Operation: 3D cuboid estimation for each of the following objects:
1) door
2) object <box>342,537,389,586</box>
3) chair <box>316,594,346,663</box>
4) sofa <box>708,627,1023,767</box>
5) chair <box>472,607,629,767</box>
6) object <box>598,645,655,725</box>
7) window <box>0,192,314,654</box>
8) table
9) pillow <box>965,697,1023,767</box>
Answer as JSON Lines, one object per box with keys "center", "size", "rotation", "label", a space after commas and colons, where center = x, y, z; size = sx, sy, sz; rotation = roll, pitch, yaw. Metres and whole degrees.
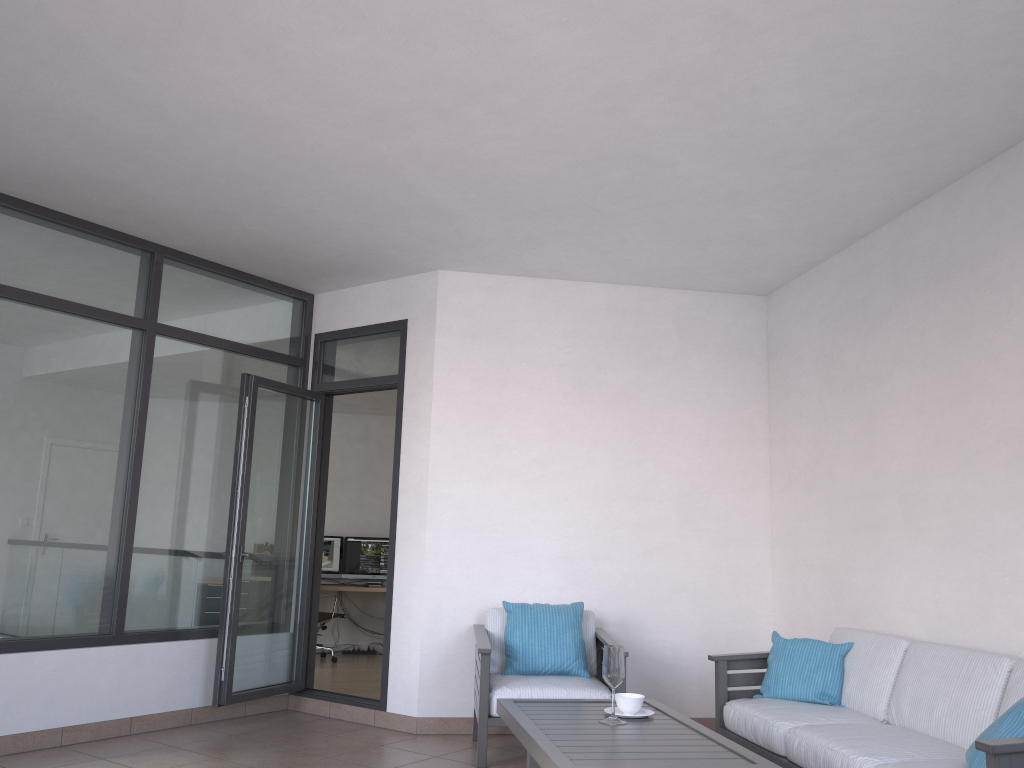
{"center": [-1.272, 0.780, 5.721], "size": [0.905, 2.500, 0.924], "rotation": [-6, -13, 35], "label": "door"}
{"center": [-1.547, 2.007, 10.032], "size": [0.716, 0.535, 0.190], "rotation": [3, -10, -4], "label": "object"}
{"center": [-2.154, 2.374, 9.259], "size": [0.664, 0.991, 0.699], "rotation": [-7, -14, 41], "label": "chair"}
{"center": [1.606, 1.476, 3.661], "size": [0.807, 0.765, 2.161], "rotation": [4, -11, -9], "label": "sofa"}
{"center": [0.182, 1.680, 5.016], "size": [0.797, 0.765, 0.807], "rotation": [3, -10, -4], "label": "chair"}
{"center": [0.435, 1.190, 3.565], "size": [0.203, 0.284, 0.337], "rotation": [-7, -14, 40], "label": "object"}
{"center": [-3.003, 0.115, 4.349], "size": [0.170, 2.402, 5.002], "rotation": [-6, -13, 35], "label": "window"}
{"center": [0.382, 1.511, 3.258], "size": [0.710, 0.473, 1.260], "rotation": [4, -11, -9], "label": "table"}
{"center": [1.704, 1.176, 2.950], "size": [0.377, 0.370, 0.543], "rotation": [-4, -12, 30], "label": "pillow"}
